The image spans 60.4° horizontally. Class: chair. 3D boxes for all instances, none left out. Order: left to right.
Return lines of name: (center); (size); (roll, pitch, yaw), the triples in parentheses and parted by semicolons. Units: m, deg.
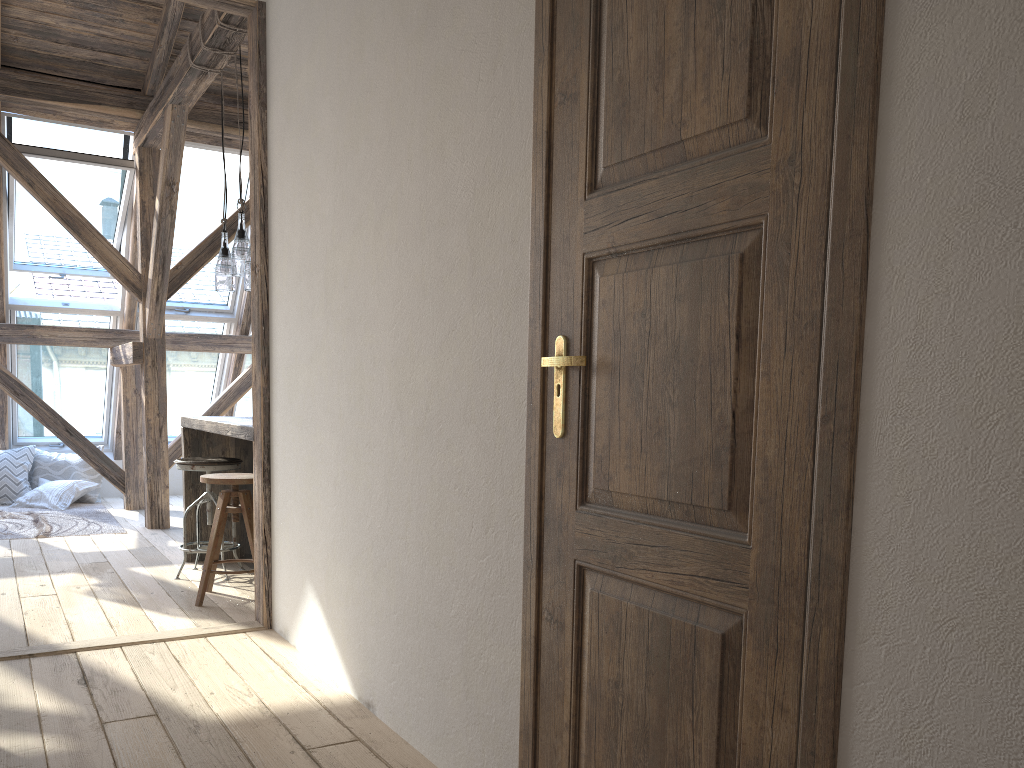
chair: (-1.639, 0.721, 4.772); (0.354, 0.643, 0.350); (1, 5, 3)
chair: (-1.332, 0.739, 4.244); (0.341, 0.602, 0.337); (0, 5, -11)

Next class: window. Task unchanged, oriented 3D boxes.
window: (-3.832, -0.028, 7.512); (0.854, 1.290, 1.088); (-1, 4, -31)
window: (-3.322, -1.226, 6.573); (0.854, 1.289, 1.396); (-1, 3, -31)
window: (-3.043, -0.006, 7.983); (0.854, 1.290, 1.088); (-1, 4, -31)
window: (-2.508, -1.204, 7.002); (0.854, 1.290, 1.088); (-1, 4, -31)
window: (-2.253, 0.017, 8.454); (0.854, 1.290, 1.088); (-1, 4, -31)

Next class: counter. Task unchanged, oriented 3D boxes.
counter: (-1.119, 0.643, 5.964); (2.240, 0.860, 3.790); (1, 0, -31)

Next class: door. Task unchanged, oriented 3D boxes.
door: (0.253, -0.003, 1.541); (0.082, 2.093, 0.833); (-3, 7, -31)

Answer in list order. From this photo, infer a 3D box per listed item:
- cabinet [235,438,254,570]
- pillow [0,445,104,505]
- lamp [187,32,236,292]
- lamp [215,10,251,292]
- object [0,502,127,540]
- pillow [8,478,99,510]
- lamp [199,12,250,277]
cabinet: (-0.938, -0.188, 5.734); (2.090, 2.530, 4.188); (-1, 2, -31)
pillow: (-4.127, 0.789, 7.573); (1.154, 0.539, 0.497); (1, 3, -26)
lamp: (-1.567, -1.143, 4.596); (0.224, 1.302, 0.107); (-2, 7, -29)
lamp: (-1.257, -1.117, 4.086); (0.225, 1.356, 0.108); (-2, 7, -28)
object: (-4.588, 0.972, 6.253); (3.185, 0.057, 2.175); (2, -1, -30)
pillow: (-3.849, 0.931, 7.385); (0.536, 0.244, 0.472); (1, 1, 11)
lamp: (-1.411, -1.169, 4.350); (0.239, 1.251, 0.107); (-1, 7, -19)
